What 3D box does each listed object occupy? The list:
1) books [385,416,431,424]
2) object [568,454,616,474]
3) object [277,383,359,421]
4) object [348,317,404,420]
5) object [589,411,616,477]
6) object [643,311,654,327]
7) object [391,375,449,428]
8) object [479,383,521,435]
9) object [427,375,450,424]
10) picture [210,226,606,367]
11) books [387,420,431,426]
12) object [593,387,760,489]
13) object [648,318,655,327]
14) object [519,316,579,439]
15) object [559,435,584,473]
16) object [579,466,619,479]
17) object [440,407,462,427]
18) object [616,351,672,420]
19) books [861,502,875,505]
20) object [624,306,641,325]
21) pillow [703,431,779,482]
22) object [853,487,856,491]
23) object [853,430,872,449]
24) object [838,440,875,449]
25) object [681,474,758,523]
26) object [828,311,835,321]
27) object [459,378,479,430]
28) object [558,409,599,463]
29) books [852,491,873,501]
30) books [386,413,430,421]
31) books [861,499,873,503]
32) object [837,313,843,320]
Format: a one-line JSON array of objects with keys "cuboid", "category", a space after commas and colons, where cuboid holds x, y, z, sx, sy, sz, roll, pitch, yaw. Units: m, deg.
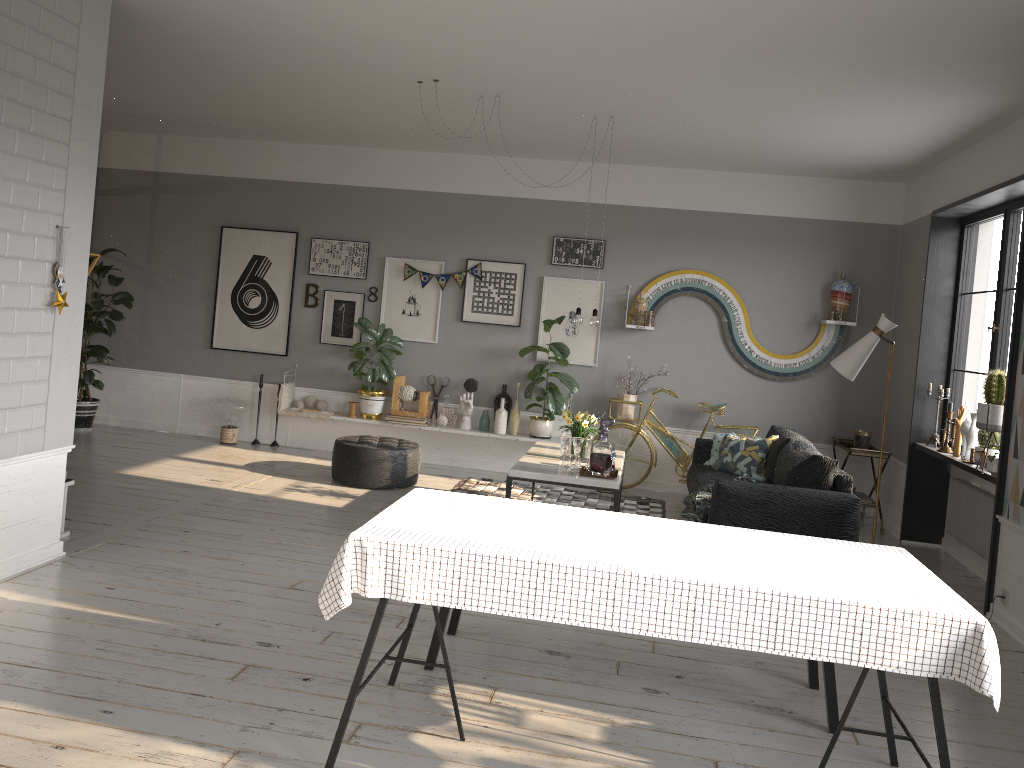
[{"cuboid": [-0.986, 0.333, 8.415, 0.384, 0.029, 0.260, 6, 5, 9], "category": "books"}, {"cuboid": [0.537, 0.542, 5.976, 0.279, 0.087, 0.247, 4, 4, -14], "category": "object"}, {"cuboid": [-1.840, 0.183, 8.556, 0.785, 0.306, 0.329, 6, 3, 9], "category": "object"}, {"cuboid": [-1.305, -0.144, 8.409, 0.510, 0.962, 0.547, 5, 2, -6], "category": "object"}, {"cuboid": [0.595, 0.392, 5.784, 0.156, 0.416, 0.148, 6, 1, 28], "category": "object"}, {"cuboid": [1.244, -0.594, 8.058, 0.086, 0.139, 0.086, 5, 2, 1], "category": "object"}, {"cuboid": [-0.852, 0.165, 8.400, 0.546, 0.439, 0.239, 6, 2, 9], "category": "object"}, {"cuboid": [-0.104, 0.215, 8.286, 0.285, 0.488, 0.333, 4, 2, -31], "category": "object"}, {"cuboid": [-0.724, 0.153, 8.528, 0.222, 0.463, 0.019, 5, 1, 9], "category": "object"}, {"cuboid": [-3.044, -0.940, 6.876, 7.299, 1.792, 4.046, 6, 4, 9], "category": "picture"}, {"cuboid": [-0.976, 0.358, 8.418, 0.368, 0.021, 0.297, 6, 5, 3], "category": "books"}, {"cuboid": [1.530, 0.539, 8.008, 1.625, 0.969, 0.427, 5, 1, 0], "category": "object"}, {"cuboid": [1.277, -0.569, 8.132, 0.062, 0.081, 0.062, 5, 2, -16], "category": "object"}, {"cuboid": [0.337, -0.069, 8.185, 0.415, 1.149, 0.569, 4, 2, -42], "category": "object"}, {"cuboid": [0.388, 0.464, 5.868, 0.168, 0.227, 0.082, 6, 1, 20], "category": "object"}, {"cuboid": [0.576, 0.587, 5.851, 0.247, 0.015, 0.319, 6, 5, 8], "category": "object"}, {"cuboid": [-0.566, 0.316, 8.466, 0.265, 0.173, 0.078, 6, 1, 14], "category": "object"}, {"cuboid": [1.175, 0.023, 8.041, 0.489, 0.640, 0.253, 6, 1, 26], "category": "object"}, {"cuboid": [2.917, 0.979, 7.488, 0.230, 0.016, 0.286, 6, 5, 3], "category": "books"}, {"cuboid": [1.099, -0.619, 8.066, 0.198, 0.165, 0.060, 8, 3, 42], "category": "object"}, {"cuboid": [1.885, 0.552, 7.192, 0.443, 0.361, 0.801, 5, 4, -9], "category": "pillow"}, {"cuboid": [2.929, 0.933, 7.734, 0.145, 0.073, 0.146, 5, 4, -5], "category": "object"}, {"cuboid": [2.916, 0.475, 7.376, 0.138, 0.160, 0.142, 3, 3, -43], "category": "object"}, {"cuboid": [3.002, 0.527, 7.721, 0.247, 0.015, 0.319, 6, 5, 8], "category": "object"}, {"cuboid": [1.446, 0.808, 6.018, 0.490, 0.328, 0.668, 5, 4, 4], "category": "object"}, {"cuboid": [2.823, -0.600, 7.816, 0.060, 0.079, 0.060, 5, 2, -3], "category": "object"}, {"cuboid": [-0.412, 0.185, 8.349, 0.155, 0.483, 0.136, 5, 1, 8], "category": "object"}, {"cuboid": [0.479, 0.370, 6.357, 0.325, 0.350, 0.352, 6, 3, 11], "category": "object"}, {"cuboid": [2.926, 0.943, 7.498, 0.177, 0.013, 0.294, 6, 5, 6], "category": "books"}, {"cuboid": [-0.986, 0.309, 8.426, 0.379, 0.017, 0.229, 6, 5, 6], "category": "books"}, {"cuboid": [2.916, 0.960, 7.497, 0.202, 0.022, 0.298, 6, 5, 9], "category": "books"}, {"cuboid": [2.884, -0.591, 7.772, 0.050, 0.058, 0.050, 5, 2, -2], "category": "object"}]
